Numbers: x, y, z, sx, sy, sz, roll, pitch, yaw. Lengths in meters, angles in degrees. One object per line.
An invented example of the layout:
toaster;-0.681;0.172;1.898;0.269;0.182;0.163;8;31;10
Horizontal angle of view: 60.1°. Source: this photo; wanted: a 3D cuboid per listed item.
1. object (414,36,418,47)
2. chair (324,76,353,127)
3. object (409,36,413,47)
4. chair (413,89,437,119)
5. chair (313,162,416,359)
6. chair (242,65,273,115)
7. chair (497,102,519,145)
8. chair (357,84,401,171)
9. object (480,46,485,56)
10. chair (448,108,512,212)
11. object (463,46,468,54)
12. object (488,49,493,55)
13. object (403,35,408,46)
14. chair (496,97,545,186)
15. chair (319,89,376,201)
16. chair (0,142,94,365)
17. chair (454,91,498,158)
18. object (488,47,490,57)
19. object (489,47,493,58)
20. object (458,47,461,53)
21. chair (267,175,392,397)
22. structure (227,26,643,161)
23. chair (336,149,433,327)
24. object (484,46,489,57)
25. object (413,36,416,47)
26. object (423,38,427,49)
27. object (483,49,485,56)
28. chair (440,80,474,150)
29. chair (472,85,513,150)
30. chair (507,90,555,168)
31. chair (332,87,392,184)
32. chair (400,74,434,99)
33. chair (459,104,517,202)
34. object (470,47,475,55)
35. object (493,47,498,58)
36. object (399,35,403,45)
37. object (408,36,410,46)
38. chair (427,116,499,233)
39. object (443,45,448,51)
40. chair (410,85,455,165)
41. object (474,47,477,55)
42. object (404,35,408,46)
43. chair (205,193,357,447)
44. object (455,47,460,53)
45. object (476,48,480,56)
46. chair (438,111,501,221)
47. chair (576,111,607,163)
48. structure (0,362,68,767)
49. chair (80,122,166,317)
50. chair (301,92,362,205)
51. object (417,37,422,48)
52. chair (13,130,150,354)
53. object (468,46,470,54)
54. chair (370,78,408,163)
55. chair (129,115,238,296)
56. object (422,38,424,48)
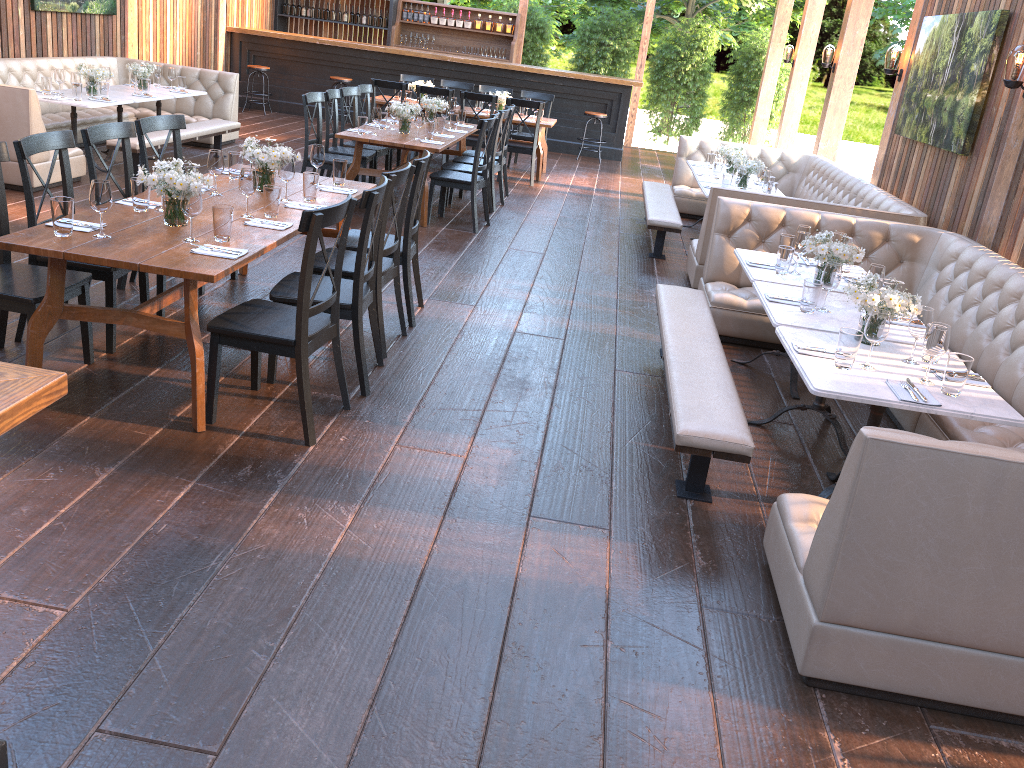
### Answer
object;-1.761;-6.259;16.191;0.070;0.182;0.071;11;19;8
chair;-2.775;-4.555;14.253;0.467;0.720;0.478;3;20;-12
object;-1.850;-6.266;16.179;0.070;0.182;0.071;11;19;8
chair;-1.428;-4.335;14.149;0.468;0.720;0.478;1;21;-19
chair;-0.858;-0.734;4.956;0.540;1.000;0.486;10;19;7
chair;-4.123;-4.775;14.357;0.469;0.720;0.476;12;20;11
chair;-0.081;-4.115;14.046;0.471;0.720;0.474;18;22;26
chair;-1.503;-2.788;9.879;0.540;1.000;0.487;9;19;4
object;-0.543;-6.048;16.070;0.073;0.177;0.075;0;20;-20
chair;-0.323;-2.381;9.252;0.540;1.000;0.486;11;19;9
object;-0.856;-6.143;16.274;0.097;0.132;0.099;4;20;-9
object;-0.401;-6.069;16.239;0.097;0.132;0.099;4;20;-9
object;-1.961;-6.315;16.266;0.070;0.182;0.071;11;19;8
chair;0.109;-3.046;11.058;0.477;1.000;0.551;7;19;-1
chair;-1.638;-2.381;8.818;0.539;1.000;0.487;7;19;-1
chair;-2.251;-0.533;3.992;0.540;1.000;0.487;9;19;4
chair;-0.443;-3.136;11.100;0.478;1.000;0.550;9;19;4
object;-0.392;-6.058;16.147;0.073;0.177;0.075;0;20;-20
object;-0.383;-6.021;16.058;0.073;0.177;0.075;0;20;-20
object;-1.016;-6.216;16.450;0.124;0.094;0.126;13;21;15
chair;-0.901;-0.526;4.423;0.539;1.000;0.487;7;19;-1
structure;-1.318;-4.839;14.730;6.806;1.250;0.874;9;20;4
chair;-0.790;-0.937;5.486;0.539;1.000;0.487;7;19;-1
object;-0.465;-6.031;16.055;0.073;0.177;0.075;0;20;-20
object;-1.791;-6.293;16.267;0.070;0.182;0.071;11;19;8
object;-1.591;-6.226;16.164;0.070;0.182;0.071;11;19;8
object;-0.518;-6.090;16.251;0.097;0.132;0.099;4;20;-9
chair;-0.843;-3.683;12.336;0.478;1.000;0.550;9;19;4
chair;-0.291;-3.593;12.294;0.477;1.000;0.551;7;19;-1
chair;0.261;-3.503;12.251;0.478;1.000;0.550;11;20;9
chair;-1.571;-2.584;9.348;0.540;1.000;0.486;11;19;9
chair;-1.394;-3.773;12.379;0.477;1.000;0.551;7;19;-1
chair;-0.261;-2.585;9.783;0.540;1.000;0.487;9;19;4
object;-0.735;-6.121;16.259;0.097;0.132;0.099;4;20;-9
object;-0.302;-6.008;16.052;0.073;0.177;0.075;0;20;-20
object;-2.030;-6.297;16.198;0.070;0.182;0.071;11;19;8
object;-1.874;-6.305;16.268;0.070;0.182;0.071;11;19;8
chair;-0.454;-1.976;8.197;0.541;1.000;0.486;12;20;11
object;-1.229;-6.240;16.438;0.124;0.094;0.126;13;21;15
chair;-0.995;-3.226;11.143;0.477;1.000;0.551;7;19;-1
object;-0.659;-6.154;16.367;0.097;0.132;0.099;4;20;-9
object;-1.946;-6.281;16.185;0.070;0.182;0.071;11;19;8
chair;-1.004;-0.329;3.896;0.540;1.000;0.486;11;19;9
object;-1.010;-6.157;16.303;0.124;0.094;0.126;13;21;15
object;-0.624;-6.110;16.267;0.097;0.132;0.099;4;20;-9
chair;-0.414;-2.187;8.736;0.539;1.000;0.487;8;19;1
chair;1.266;-3.895;13.942;0.467;0.720;0.478;5;20;-8
structure;-1.817;-0.633;0.832;2.722;3.622;2.902;12;20;12
chair;-2.116;-0.939;5.053;0.540;1.000;0.487;9;19;4
chair;-1.705;-2.178;8.287;0.540;1.000;0.487;9;19;4
object;-1.687;-6.236;16.158;0.070;0.182;0.071;11;19;8
chair;-2.184;-0.736;4.523;0.539;1.000;0.487;7;19;-1
object;-0.773;-6.179;16.390;0.097;0.132;0.099;4;20;-9
chair;-1.546;-3.316;11.186;0.478;1.000;0.550;9;19;4
chair;-2.049;-1.142;5.583;0.540;1.000;0.486;11;19;9
object;-1.616;-6.262;16.246;0.070;0.182;0.071;11;19;8
